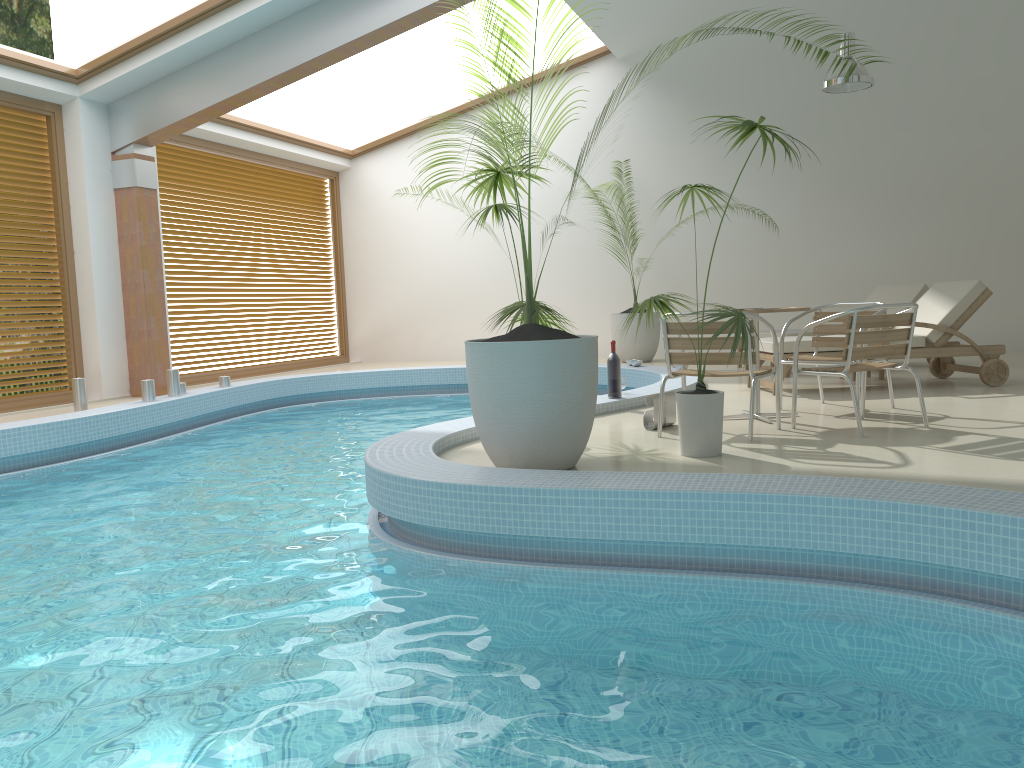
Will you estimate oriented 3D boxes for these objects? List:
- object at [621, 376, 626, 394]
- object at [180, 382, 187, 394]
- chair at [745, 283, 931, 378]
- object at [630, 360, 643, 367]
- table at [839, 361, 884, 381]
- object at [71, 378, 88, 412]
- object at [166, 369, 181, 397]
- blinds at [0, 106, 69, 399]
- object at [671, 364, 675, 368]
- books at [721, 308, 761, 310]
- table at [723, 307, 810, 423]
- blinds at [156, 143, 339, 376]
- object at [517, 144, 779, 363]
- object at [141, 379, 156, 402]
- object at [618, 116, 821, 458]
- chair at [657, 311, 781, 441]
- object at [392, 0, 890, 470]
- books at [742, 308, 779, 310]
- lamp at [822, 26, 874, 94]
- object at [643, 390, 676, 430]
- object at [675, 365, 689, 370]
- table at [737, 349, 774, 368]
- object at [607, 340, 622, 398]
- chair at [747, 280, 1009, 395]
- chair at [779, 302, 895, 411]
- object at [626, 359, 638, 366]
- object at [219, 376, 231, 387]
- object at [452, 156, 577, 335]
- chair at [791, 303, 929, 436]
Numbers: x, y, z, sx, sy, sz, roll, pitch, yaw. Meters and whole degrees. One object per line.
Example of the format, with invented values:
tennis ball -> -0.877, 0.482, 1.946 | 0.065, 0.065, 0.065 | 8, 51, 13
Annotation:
object -> 0.855, 0.006, 7.034 | 0.102, 0.137, 0.102 | 0, 6, 29
object -> -3.246, 0.044, 8.675 | 0.115, 0.107, 0.115 | -4, 5, -21
chair -> 3.443, -0.582, 9.228 | 1.903, 0.866, 0.861 | -4, 5, -18
object -> 1.374, -0.225, 9.777 | 0.140, 0.069, 0.140 | -3, 5, -11
table -> 3.225, -0.173, 8.185 | 0.283, 0.255, 0.320 | -2, 5, -2
object -> -3.864, 0.108, 7.934 | 0.115, 0.320, 0.115 | -4, 5, -21
object -> -3.218, -0.010, 8.432 | 0.115, 0.254, 0.115 | -5, 6, -29
blinds -> -5.405, -1.097, 7.302 | 0.095, 2.921, 4.200 | -1, 5, 20
object -> 1.819, -0.184, 10.005 | 0.140, 0.069, 0.140 | -3, 5, -11
books -> 1.483, -0.487, 5.756 | 0.241, 0.004, 0.166 | -5, 6, -29
table -> 1.601, -0.131, 5.844 | 0.700, 0.720, 0.700 | 2, 7, 39
blinds -> -3.642, -1.601, 12.156 | 0.095, 2.921, 4.414 | -1, 5, 20
object -> 1.710, -1.763, 11.433 | 2.979, 2.960, 2.729 | -4, 5, -15
object -> -3.285, 0.060, 8.009 | 0.115, 0.194, 0.115 | -5, 6, -29
object -> 1.038, -0.481, 4.538 | 0.791, 1.695, 1.059 | -6, 6, -34
chair -> 1.226, -0.076, 5.283 | 0.618, 0.727, 0.563 | 1, 6, 32
object -> 0.098, -1.080, 4.497 | 2.979, 2.960, 2.729 | 2, 6, 37
books -> 1.583, -0.484, 5.721 | 0.241, 0.004, 0.166 | -5, 6, -29
lamp -> 3.445, -4.050, 9.120 | 0.506, 1.958, 0.505 | -1, 5, 20
object -> 0.939, 0.164, 5.635 | 0.081, 0.223, 0.272 | 2, 7, 40
object -> 1.708, -0.163, 8.924 | 0.140, 0.069, 0.140 | -3, 5, -11
table -> 2.740, -0.311, 9.959 | 0.283, 0.255, 0.320 | -4, 5, -18
object -> 0.770, -0.112, 6.701 | 0.109, 0.435, 0.109 | -6, 6, -35
chair -> 3.030, -0.411, 7.498 | 1.903, 0.866, 0.861 | -2, 5, -2
chair -> 2.230, -0.192, 6.119 | 0.563, 0.727, 0.618 | -6, 6, -37
object -> 1.350, -0.240, 9.958 | 0.140, 0.069, 0.140 | -3, 5, -11
object -> -3.027, -0.025, 9.345 | 0.115, 0.107, 0.115 | -4, 5, -21
object -> 0.010, -0.509, 5.327 | 0.791, 1.695, 1.059 | -2, 5, 7
chair -> 2.050, -0.109, 5.267 | 0.618, 0.727, 0.563 | -5, 6, -27
